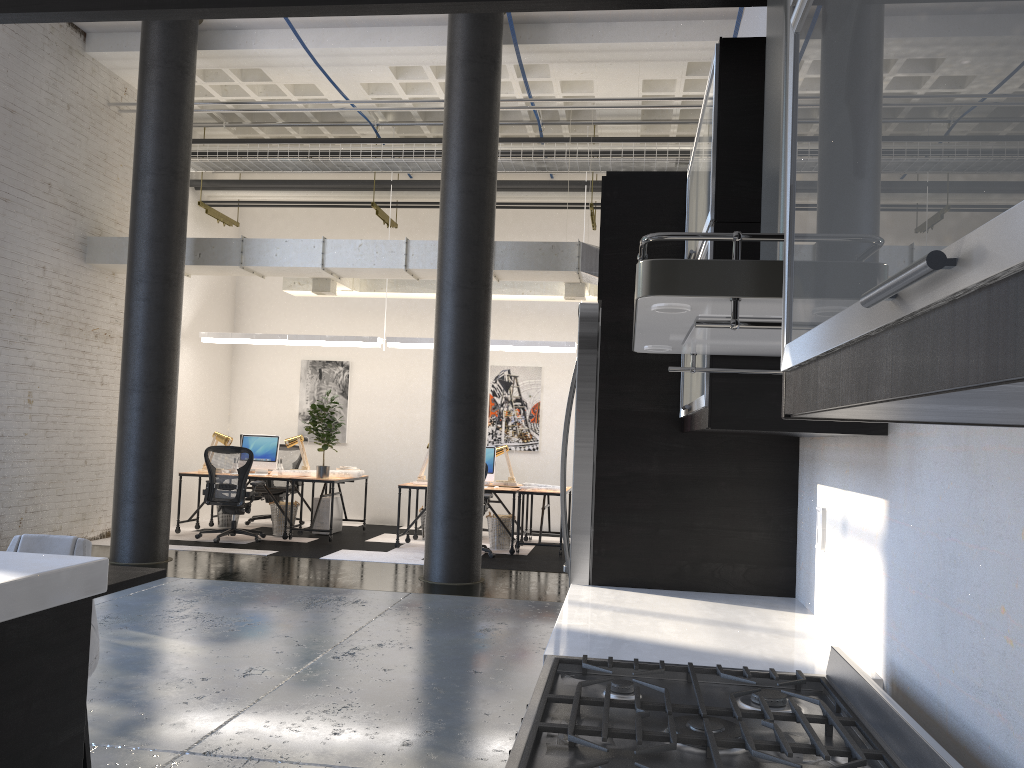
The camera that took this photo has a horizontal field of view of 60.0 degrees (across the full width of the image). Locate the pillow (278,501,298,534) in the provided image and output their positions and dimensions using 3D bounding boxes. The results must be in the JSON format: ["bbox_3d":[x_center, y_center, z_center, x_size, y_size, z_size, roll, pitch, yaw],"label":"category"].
[{"bbox_3d":[-2.784,1.650,10.943,0.239,0.406,0.120,2,-3,8],"label":"pillow"}]

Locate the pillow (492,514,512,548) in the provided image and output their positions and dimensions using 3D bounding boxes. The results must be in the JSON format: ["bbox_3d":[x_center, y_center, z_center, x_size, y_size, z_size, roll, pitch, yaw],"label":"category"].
[{"bbox_3d":[-0.124,1.759,10.616,0.239,0.406,0.120,2,-3,8],"label":"pillow"}]

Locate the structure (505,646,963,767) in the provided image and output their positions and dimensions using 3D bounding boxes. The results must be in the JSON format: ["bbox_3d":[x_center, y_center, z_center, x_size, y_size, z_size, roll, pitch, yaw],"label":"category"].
[{"bbox_3d":[0.272,0.936,1.372,0.621,0.902,0.845,2,-3,8],"label":"structure"}]

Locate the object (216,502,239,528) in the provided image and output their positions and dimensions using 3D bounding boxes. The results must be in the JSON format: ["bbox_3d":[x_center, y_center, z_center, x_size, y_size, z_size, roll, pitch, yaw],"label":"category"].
[{"bbox_3d":[-3.650,1.631,11.429,0.358,0.434,0.353,2,-3,4],"label":"object"}]

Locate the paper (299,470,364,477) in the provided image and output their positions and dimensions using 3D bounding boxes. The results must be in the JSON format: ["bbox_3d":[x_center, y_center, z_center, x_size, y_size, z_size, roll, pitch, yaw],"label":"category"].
[{"bbox_3d":[-2.390,1.110,11.082,1.134,0.082,0.083,4,-3,-28],"label":"paper"}]

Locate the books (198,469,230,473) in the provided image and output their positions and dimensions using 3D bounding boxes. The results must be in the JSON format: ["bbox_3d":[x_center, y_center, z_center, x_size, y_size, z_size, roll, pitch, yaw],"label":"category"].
[{"bbox_3d":[-3.665,1.070,10.905,0.309,0.038,0.226,2,-3,8],"label":"books"}]

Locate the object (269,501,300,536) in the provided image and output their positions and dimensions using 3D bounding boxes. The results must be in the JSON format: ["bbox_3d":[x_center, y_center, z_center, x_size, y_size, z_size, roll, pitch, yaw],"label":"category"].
[{"bbox_3d":[-2.799,1.631,10.866,0.358,0.434,0.353,2,-3,4],"label":"object"}]

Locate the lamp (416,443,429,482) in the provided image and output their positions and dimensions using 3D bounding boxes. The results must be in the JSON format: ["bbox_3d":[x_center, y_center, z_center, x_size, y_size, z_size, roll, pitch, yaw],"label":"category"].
[{"bbox_3d":[-0.948,0.929,10.556,0.344,0.469,0.128,2,-3,8],"label":"lamp"}]

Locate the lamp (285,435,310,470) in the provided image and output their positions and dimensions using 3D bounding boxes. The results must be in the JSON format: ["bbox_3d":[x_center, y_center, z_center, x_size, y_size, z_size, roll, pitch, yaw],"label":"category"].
[{"bbox_3d":[-2.777,0.888,11.481,0.344,0.469,0.126,2,-3,8],"label":"lamp"}]

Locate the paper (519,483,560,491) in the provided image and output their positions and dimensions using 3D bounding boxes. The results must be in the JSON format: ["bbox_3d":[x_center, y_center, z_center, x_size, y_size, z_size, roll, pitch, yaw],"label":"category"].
[{"bbox_3d":[0.376,1.233,10.607,0.568,0.061,0.626,2,-3,5],"label":"paper"}]

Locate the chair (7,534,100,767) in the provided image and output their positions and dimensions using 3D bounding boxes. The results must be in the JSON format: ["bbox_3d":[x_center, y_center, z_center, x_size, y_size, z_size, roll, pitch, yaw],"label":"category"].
[{"bbox_3d":[-1.595,0.990,2.793,0.579,0.983,0.502,2,-3,4],"label":"chair"}]

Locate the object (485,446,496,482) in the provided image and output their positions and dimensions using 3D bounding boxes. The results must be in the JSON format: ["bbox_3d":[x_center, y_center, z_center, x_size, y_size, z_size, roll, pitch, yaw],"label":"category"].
[{"bbox_3d":[-0.438,0.979,10.575,0.483,0.485,0.190,2,-3,7],"label":"object"}]

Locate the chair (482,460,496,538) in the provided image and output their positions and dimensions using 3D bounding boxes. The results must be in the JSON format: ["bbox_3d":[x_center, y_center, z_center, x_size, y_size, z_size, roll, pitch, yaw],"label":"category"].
[{"bbox_3d":[-0.526,1.473,11.746,0.770,1.085,0.793,3,-3,-9],"label":"chair"}]

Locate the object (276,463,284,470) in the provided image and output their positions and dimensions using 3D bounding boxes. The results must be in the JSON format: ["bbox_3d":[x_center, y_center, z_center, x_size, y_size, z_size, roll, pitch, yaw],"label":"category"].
[{"bbox_3d":[-2.970,1.081,11.348,0.101,0.126,0.101,5,-4,-37],"label":"object"}]

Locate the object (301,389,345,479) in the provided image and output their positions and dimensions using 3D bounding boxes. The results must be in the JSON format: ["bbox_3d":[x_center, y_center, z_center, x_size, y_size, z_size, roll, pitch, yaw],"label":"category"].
[{"bbox_3d":[-2.258,0.589,10.579,0.514,1.077,0.439,2,-3,-2],"label":"object"}]

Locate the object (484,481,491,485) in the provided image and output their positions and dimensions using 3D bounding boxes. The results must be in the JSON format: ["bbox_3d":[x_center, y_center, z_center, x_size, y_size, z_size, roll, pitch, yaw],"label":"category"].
[{"bbox_3d":[-0.310,1.191,11.021,0.101,0.126,0.101,5,-4,-37],"label":"object"}]

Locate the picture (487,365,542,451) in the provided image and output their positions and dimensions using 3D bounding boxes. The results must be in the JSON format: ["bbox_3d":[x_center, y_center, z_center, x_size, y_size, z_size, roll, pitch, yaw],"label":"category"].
[{"bbox_3d":[0.036,0.341,12.487,0.731,1.182,0.049,2,-3,7],"label":"picture"}]

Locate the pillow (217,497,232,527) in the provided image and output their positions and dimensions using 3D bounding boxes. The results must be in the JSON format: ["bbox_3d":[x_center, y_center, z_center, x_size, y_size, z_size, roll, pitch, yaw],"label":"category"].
[{"bbox_3d":[-3.665,1.639,11.351,0.239,0.406,0.120,2,-3,8],"label":"pillow"}]

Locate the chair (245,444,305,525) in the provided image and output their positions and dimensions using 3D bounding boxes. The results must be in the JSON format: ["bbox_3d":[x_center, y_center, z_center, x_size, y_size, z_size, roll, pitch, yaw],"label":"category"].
[{"bbox_3d":[-3.186,1.364,12.073,0.770,1.085,0.793,3,-3,-9],"label":"chair"}]

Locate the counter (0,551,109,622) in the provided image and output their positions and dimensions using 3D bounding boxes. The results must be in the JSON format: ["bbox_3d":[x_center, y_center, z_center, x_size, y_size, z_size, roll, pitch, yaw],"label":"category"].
[{"bbox_3d":[-2.310,0.458,2.111,2.293,0.095,0.977,2,-3,7],"label":"counter"}]

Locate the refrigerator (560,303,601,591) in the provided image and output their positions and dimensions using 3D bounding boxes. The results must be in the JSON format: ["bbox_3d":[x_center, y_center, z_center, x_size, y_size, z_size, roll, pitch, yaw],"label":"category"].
[{"bbox_3d":[0.567,0.666,3.136,0.820,1.771,0.853,2,-3,8],"label":"refrigerator"}]

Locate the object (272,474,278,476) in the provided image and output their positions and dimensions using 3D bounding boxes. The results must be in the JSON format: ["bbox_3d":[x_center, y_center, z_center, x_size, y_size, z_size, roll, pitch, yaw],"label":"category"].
[{"bbox_3d":[-2.837,1.091,10.625,0.059,0.029,0.106,2,-3,8],"label":"object"}]

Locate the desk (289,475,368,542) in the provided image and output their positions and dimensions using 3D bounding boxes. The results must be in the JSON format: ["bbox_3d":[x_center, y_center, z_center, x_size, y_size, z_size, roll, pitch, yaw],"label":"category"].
[{"bbox_3d":[-2.255,1.517,11.033,0.529,0.724,1.402,2,-3,8],"label":"desk"}]

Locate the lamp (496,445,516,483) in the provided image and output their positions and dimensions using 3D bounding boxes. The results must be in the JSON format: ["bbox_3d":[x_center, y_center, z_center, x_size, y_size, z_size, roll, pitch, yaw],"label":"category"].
[{"bbox_3d":[-0.117,0.998,11.154,0.344,0.469,0.128,2,-3,8],"label":"lamp"}]

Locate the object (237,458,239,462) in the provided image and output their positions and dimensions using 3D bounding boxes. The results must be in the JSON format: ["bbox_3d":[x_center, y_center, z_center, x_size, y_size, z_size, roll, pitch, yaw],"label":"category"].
[{"bbox_3d":[-3.417,1.001,11.004,0.054,0.207,0.008,3,-3,-10],"label":"object"}]

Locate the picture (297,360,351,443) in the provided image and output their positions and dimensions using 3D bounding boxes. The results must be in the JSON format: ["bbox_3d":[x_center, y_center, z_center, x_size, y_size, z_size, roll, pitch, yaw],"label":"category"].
[{"bbox_3d":[-2.724,0.252,12.850,0.731,1.182,0.049,2,-3,7],"label":"picture"}]

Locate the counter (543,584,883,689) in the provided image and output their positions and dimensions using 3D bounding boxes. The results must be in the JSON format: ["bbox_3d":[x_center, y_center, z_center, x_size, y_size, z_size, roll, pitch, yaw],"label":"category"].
[{"bbox_3d":[0.458,0.626,2.254,0.676,0.047,0.920,2,-3,8],"label":"counter"}]

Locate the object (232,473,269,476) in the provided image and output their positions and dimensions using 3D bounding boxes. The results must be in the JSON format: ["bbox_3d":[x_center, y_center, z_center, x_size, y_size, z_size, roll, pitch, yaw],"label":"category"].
[{"bbox_3d":[-3.162,1.087,10.674,0.439,0.017,0.119,2,-3,7],"label":"object"}]

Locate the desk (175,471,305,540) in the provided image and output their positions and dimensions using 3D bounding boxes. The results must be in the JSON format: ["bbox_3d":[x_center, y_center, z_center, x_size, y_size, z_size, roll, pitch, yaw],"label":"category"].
[{"bbox_3d":[-3.276,1.458,10.735,1.401,0.724,0.530,2,-3,7],"label":"desk"}]

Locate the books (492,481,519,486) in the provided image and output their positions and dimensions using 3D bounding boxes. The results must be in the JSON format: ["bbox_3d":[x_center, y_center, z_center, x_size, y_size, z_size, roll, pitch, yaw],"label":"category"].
[{"bbox_3d":[-0.080,1.248,11.109,0.309,0.038,0.226,2,-3,8],"label":"books"}]

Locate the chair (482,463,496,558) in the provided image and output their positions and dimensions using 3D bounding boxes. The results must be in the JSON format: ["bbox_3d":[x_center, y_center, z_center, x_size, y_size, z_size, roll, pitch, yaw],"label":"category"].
[{"bbox_3d":[-0.576,1.363,9.923,0.770,1.085,0.793,3,-3,-9],"label":"chair"}]

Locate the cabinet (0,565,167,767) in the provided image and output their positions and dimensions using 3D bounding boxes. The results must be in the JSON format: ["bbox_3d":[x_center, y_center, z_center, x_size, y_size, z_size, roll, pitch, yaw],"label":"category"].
[{"bbox_3d":[-2.544,0.958,2.315,2.691,0.910,1.371,2,-3,7],"label":"cabinet"}]

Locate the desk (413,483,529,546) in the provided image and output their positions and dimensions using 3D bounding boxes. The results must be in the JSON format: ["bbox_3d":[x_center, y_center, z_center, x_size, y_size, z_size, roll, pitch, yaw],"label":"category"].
[{"bbox_3d":[-0.500,1.622,11.246,1.401,0.724,0.530,2,-3,7],"label":"desk"}]

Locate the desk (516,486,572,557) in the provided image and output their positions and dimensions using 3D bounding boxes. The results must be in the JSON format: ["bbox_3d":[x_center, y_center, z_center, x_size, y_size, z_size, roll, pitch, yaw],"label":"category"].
[{"bbox_3d":[0.406,1.626,10.706,0.529,0.724,1.402,2,-3,8],"label":"desk"}]

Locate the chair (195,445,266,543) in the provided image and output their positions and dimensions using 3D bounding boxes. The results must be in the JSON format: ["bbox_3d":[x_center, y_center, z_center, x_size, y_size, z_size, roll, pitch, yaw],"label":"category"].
[{"bbox_3d":[-3.236,1.253,10.250,0.770,1.085,0.793,3,-3,-9],"label":"chair"}]

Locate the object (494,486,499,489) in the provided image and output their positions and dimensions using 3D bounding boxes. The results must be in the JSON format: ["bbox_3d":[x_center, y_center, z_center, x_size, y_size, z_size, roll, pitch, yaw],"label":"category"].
[{"bbox_3d":[-0.177,1.200,10.298,0.059,0.029,0.106,2,-3,8],"label":"object"}]

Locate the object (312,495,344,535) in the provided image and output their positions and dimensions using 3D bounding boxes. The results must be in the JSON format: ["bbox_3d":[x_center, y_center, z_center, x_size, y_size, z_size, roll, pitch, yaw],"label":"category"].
[{"bbox_3d":[-2.360,1.673,11.395,0.221,0.454,0.544,2,-3,8],"label":"object"}]

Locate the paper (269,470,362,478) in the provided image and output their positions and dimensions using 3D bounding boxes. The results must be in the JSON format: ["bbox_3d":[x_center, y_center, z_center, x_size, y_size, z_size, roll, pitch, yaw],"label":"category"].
[{"bbox_3d":[-2.412,1.099,10.916,1.134,0.082,0.083,3,-3,-18],"label":"paper"}]

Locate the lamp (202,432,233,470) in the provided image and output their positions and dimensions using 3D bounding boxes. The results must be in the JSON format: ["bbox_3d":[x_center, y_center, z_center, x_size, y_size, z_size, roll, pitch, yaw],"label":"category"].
[{"bbox_3d":[-3.609,0.819,10.881,0.344,0.469,0.126,2,-3,7],"label":"lamp"}]

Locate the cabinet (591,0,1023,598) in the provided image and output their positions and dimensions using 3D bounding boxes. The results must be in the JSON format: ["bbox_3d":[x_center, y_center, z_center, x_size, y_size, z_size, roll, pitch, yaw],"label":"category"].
[{"bbox_3d":[-1.397,0.264,1.697,4.231,2.313,4.279,2,-3,8],"label":"cabinet"}]

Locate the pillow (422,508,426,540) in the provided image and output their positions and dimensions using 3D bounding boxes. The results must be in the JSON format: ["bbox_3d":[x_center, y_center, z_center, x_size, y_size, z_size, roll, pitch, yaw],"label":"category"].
[{"bbox_3d":[-1.005,1.748,11.024,0.239,0.406,0.120,2,-3,8],"label":"pillow"}]

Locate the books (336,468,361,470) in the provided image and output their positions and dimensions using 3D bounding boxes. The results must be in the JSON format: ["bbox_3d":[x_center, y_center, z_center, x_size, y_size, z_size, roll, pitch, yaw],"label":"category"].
[{"bbox_3d":[-2.134,1.120,11.572,0.257,0.044,0.193,1,-4,25],"label":"books"}]

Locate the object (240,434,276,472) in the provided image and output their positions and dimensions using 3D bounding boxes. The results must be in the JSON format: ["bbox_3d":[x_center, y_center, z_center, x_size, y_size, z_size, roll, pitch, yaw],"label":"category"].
[{"bbox_3d":[-3.290,0.896,11.459,0.483,0.485,0.190,2,-3,7],"label":"object"}]

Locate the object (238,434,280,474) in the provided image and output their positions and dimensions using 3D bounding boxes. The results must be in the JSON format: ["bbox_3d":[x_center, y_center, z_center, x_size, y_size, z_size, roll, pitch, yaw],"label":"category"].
[{"bbox_3d":[-3.098,0.870,10.901,0.483,0.485,0.190,2,-3,7],"label":"object"}]

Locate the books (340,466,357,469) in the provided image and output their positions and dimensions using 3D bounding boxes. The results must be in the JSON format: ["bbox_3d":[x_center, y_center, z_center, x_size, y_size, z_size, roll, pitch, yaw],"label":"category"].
[{"bbox_3d":[-2.136,1.087,11.558,0.185,0.030,0.153,2,-3,5],"label":"books"}]

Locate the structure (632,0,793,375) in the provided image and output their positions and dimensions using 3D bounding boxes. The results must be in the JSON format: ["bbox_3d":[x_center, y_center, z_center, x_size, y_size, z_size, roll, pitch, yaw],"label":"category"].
[{"bbox_3d":[0.462,-0.504,1.465,0.489,0.929,0.727,2,-3,8],"label":"structure"}]

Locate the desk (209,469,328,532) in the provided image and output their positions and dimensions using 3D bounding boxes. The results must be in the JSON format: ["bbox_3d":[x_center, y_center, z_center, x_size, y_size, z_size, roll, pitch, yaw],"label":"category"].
[{"bbox_3d":[-3.160,1.513,11.573,1.401,0.724,0.530,2,-3,7],"label":"desk"}]

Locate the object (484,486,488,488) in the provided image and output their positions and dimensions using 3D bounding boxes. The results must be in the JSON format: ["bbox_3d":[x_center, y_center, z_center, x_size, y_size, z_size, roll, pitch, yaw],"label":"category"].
[{"bbox_3d":[-0.502,1.197,10.347,0.439,0.017,0.119,2,-3,7],"label":"object"}]

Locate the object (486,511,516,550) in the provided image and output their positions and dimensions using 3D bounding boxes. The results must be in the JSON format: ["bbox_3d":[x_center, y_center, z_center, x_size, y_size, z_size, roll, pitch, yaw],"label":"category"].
[{"bbox_3d":[-0.138,1.740,10.539,0.358,0.434,0.353,2,-3,4],"label":"object"}]

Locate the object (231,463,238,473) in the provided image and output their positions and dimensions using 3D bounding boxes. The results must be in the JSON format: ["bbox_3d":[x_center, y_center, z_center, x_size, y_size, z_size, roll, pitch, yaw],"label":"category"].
[{"bbox_3d":[-3.433,1.042,10.997,0.101,0.126,0.101,5,-4,-37],"label":"object"}]

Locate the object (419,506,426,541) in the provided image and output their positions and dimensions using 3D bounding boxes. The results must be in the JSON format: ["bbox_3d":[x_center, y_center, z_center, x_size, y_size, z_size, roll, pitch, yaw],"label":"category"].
[{"bbox_3d":[-0.990,1.740,11.102,0.358,0.434,0.353,2,-3,4],"label":"object"}]

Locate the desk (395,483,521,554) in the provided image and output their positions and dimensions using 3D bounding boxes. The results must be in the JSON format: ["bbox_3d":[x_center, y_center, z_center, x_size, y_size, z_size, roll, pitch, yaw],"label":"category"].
[{"bbox_3d":[-0.616,1.567,10.408,1.401,0.724,0.530,2,-3,7],"label":"desk"}]

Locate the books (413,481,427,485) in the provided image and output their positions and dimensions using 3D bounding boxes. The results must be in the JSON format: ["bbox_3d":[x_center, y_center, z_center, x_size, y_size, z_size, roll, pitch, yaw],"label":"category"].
[{"bbox_3d":[-1.005,1.179,10.578,0.309,0.038,0.226,2,-3,8],"label":"books"}]

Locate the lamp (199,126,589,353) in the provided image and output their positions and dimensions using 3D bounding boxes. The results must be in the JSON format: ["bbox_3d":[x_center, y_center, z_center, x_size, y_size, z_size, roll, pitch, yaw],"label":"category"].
[{"bbox_3d":[-0.339,-1.806,11.088,7.301,2.862,0.226,2,-3,7],"label":"lamp"}]
